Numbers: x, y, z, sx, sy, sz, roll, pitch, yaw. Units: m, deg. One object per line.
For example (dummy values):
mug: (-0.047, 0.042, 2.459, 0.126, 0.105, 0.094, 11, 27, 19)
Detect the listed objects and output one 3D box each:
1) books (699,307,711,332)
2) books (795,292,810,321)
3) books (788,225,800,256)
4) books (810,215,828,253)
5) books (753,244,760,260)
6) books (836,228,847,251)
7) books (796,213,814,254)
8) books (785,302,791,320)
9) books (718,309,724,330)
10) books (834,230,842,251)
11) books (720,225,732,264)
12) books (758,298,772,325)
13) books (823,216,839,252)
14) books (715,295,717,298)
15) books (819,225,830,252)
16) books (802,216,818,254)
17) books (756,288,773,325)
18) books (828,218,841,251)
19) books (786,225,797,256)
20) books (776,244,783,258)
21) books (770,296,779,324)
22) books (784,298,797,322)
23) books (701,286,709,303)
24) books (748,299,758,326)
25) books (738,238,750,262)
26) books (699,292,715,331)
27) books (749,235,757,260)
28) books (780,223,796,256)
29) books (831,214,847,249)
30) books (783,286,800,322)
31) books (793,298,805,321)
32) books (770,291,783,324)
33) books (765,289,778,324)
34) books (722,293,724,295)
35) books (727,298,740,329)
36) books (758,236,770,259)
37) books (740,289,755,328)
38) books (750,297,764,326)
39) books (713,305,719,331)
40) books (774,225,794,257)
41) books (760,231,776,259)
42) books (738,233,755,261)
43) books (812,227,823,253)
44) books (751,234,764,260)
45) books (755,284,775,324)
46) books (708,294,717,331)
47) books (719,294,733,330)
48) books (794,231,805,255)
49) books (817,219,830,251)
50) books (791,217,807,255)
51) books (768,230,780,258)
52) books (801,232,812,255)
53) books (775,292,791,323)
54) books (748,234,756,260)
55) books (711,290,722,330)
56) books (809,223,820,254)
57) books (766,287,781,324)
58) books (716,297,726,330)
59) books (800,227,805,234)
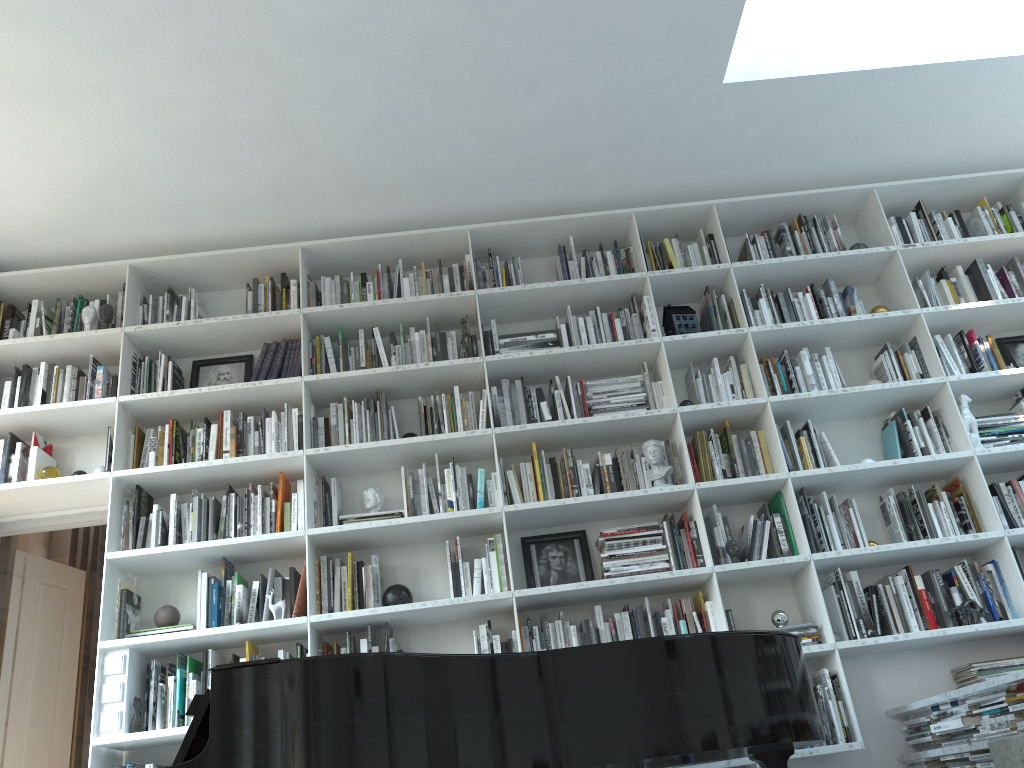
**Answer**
books: (0.970, -0.252, 4.426, 0.019, 0.213, 0.156, -6, -26, -3)
books: (1.453, -0.320, 4.445, 0.023, 0.235, 0.150, -6, -26, -3)
books: (1.467, -0.668, 4.630, 0.007, 0.283, 0.160, -6, -26, -3)
books: (1.594, -0.700, 4.625, 0.008, 0.305, 0.183, -6, -26, -3)
books: (1.259, -0.603, 4.589, 0.009, 0.182, 0.161, -6, -26, -3)
books: (1.695, -0.668, 4.608, 0.014, 0.208, 0.189, -6, -26, -3)
books: (1.520, -0.701, 4.628, 0.007, 0.328, 0.184, -6, -26, -3)
books: (1.371, -0.295, 4.448, 0.014, 0.214, 0.133, -6, -26, -3)
books: (1.030, -0.260, 4.423, 0.013, 0.209, 0.140, -6, -26, -3)
books: (1.679, -0.665, 4.616, 0.018, 0.213, 0.158, -6, -26, -3)
books: (1.092, -0.647, 4.590, 0.019, 0.303, 0.176, -6, -26, -3)
books: (1.247, -0.290, 4.416, 0.026, 0.207, 0.182, -6, -26, -3)
books: (1.650, -0.702, 4.626, 0.013, 0.295, 0.189, -6, -26, -3)
books: (1.043, -0.289, 4.457, 0.013, 0.287, 0.132, -6, -26, -3)
books: (1.620, -0.695, 4.635, 0.019, 0.298, 0.137, -6, -26, -3)
books: (1.533, -0.696, 4.608, 0.015, 0.298, 0.184, -6, -26, -3)
books: (1.261, -0.318, 4.449, 0.011, 0.282, 0.173, -6, -26, -3)
books: (1.662, -0.698, 4.617, 0.008, 0.277, 0.181, -6, -26, -3)
books: (1.449, -0.669, 4.636, 0.017, 0.294, 0.139, -6, -26, -3)
books: (1.380, -0.611, 4.614, 0.031, 0.189, 0.133, -6, -26, -3)
books: (1.299, -0.300, 4.442, 0.012, 0.234, 0.166, -6, -26, -3)
books: (1.391, -0.299, 4.454, 0.028, 0.222, 0.142, -6, -26, -3)
books: (0.993, -0.313, 4.451, 0.025, 0.337, 0.143, -6, -26, -3)
books: (1.200, -0.288, 4.443, 0.012, 0.238, 0.139, -6, -26, -3)
books: (1.198, -0.613, 4.577, 0.046, 0.205, 0.184, -6, -26, -3)
books: (0.973, -0.293, 4.410, 0.021, 0.271, 0.191, -6, -26, -3)
books: (1.244, -0.630, 4.612, 0.012, 0.254, 0.134, -6, -26, -3)
books: (1.428, -0.670, 4.623, 0.024, 0.291, 0.168, -6, -26, -3)
books: (1.699, -0.712, 4.630, 0.006, 0.305, 0.164, -6, -26, -3)
books: (1.407, -0.330, 4.465, 0.013, 0.283, 0.155, -6, -26, -3)
books: (1.430, -0.303, 4.450, 0.025, 0.215, 0.144, -6, -26, -3)
books: (1.327, -0.316, 4.464, 0.012, 0.275, 0.133, -6, -26, -3)
books: (1.286, -0.317, 4.441, 0.010, 0.267, 0.166, -6, -26, -3)
books: (1.080, -0.298, 4.453, 0.005, 0.290, 0.131, -6, -26, -3)
books: (1.092, -0.279, 4.405, 0.008, 0.212, 0.225, -6, -26, -3)
books: (1.297, -0.626, 4.601, 0.028, 0.225, 0.164, -6, -26, -3)
books: (1.175, -0.312, 4.438, 0.012, 0.283, 0.160, -6, -26, -3)
books: (1.219, -0.295, 4.439, 0.026, 0.242, 0.149, -6, -26, -3)
books: (1.006, -0.259, 4.425, 0.024, 0.216, 0.169, -6, -26, -3)
books: (1.405, -0.663, 4.594, 0.028, 0.257, 0.185, -6, -26, -3)
books: (1.324, -0.643, 4.608, 0.030, 0.254, 0.162, -6, -26, -3)
books: (1.223, -0.630, 4.593, 0.009, 0.243, 0.174, -6, -26, -3)
books: (1.582, -0.670, 4.621, 0.024, 0.251, 0.150, -6, -26, -3)
books: (1.267, -0.631, 4.588, 0.013, 0.228, 0.174, -6, -26, -3)
books: (1.272, -0.332, 4.449, 0.014, 0.305, 0.153, -6, -26, -3)
books: (0.990, -0.289, 4.423, 0.022, 0.270, 0.182, -6, -26, -3)
books: (1.059, -0.291, 4.411, 0.013, 0.247, 0.187, -6, -26, -3)
books: (1.482, -0.654, 4.602, 0.018, 0.230, 0.160, -6, -26, -3)
books: (1.632, -0.698, 4.656, 0.008, 0.320, 0.134, -6, -26, -3)
books: (1.489, -0.689, 4.625, 0.006, 0.311, 0.180, -6, -26, -3)
books: (1.350, -0.645, 4.612, 0.021, 0.255, 0.169, -6, -26, -3)
books: (1.508, -0.648, 4.587, 0.018, 0.200, 0.189, -6, -26, -3)
books: (1.349, -0.313, 4.436, 0.027, 0.240, 0.161, -6, -26, -3)
books: (1.233, -0.627, 4.601, 0.011, 0.243, 0.173, -6, -26, -3)
books: (1.012, -0.301, 4.422, 0.021, 0.286, 0.180, -6, -26, -3)
books: (1.564, -0.678, 4.625, 0.008, 0.273, 0.163, -6, -26, -3)
books: (1.310, -0.325, 4.461, 0.021, 0.294, 0.139, -6, -26, -3)
books: (1.036, -0.285, 4.424, 0.005, 0.254, 0.159, -6, -26, -3)
books: (1.518, -0.665, 4.612, 0.008, 0.249, 0.171, -6, -26, -3)
